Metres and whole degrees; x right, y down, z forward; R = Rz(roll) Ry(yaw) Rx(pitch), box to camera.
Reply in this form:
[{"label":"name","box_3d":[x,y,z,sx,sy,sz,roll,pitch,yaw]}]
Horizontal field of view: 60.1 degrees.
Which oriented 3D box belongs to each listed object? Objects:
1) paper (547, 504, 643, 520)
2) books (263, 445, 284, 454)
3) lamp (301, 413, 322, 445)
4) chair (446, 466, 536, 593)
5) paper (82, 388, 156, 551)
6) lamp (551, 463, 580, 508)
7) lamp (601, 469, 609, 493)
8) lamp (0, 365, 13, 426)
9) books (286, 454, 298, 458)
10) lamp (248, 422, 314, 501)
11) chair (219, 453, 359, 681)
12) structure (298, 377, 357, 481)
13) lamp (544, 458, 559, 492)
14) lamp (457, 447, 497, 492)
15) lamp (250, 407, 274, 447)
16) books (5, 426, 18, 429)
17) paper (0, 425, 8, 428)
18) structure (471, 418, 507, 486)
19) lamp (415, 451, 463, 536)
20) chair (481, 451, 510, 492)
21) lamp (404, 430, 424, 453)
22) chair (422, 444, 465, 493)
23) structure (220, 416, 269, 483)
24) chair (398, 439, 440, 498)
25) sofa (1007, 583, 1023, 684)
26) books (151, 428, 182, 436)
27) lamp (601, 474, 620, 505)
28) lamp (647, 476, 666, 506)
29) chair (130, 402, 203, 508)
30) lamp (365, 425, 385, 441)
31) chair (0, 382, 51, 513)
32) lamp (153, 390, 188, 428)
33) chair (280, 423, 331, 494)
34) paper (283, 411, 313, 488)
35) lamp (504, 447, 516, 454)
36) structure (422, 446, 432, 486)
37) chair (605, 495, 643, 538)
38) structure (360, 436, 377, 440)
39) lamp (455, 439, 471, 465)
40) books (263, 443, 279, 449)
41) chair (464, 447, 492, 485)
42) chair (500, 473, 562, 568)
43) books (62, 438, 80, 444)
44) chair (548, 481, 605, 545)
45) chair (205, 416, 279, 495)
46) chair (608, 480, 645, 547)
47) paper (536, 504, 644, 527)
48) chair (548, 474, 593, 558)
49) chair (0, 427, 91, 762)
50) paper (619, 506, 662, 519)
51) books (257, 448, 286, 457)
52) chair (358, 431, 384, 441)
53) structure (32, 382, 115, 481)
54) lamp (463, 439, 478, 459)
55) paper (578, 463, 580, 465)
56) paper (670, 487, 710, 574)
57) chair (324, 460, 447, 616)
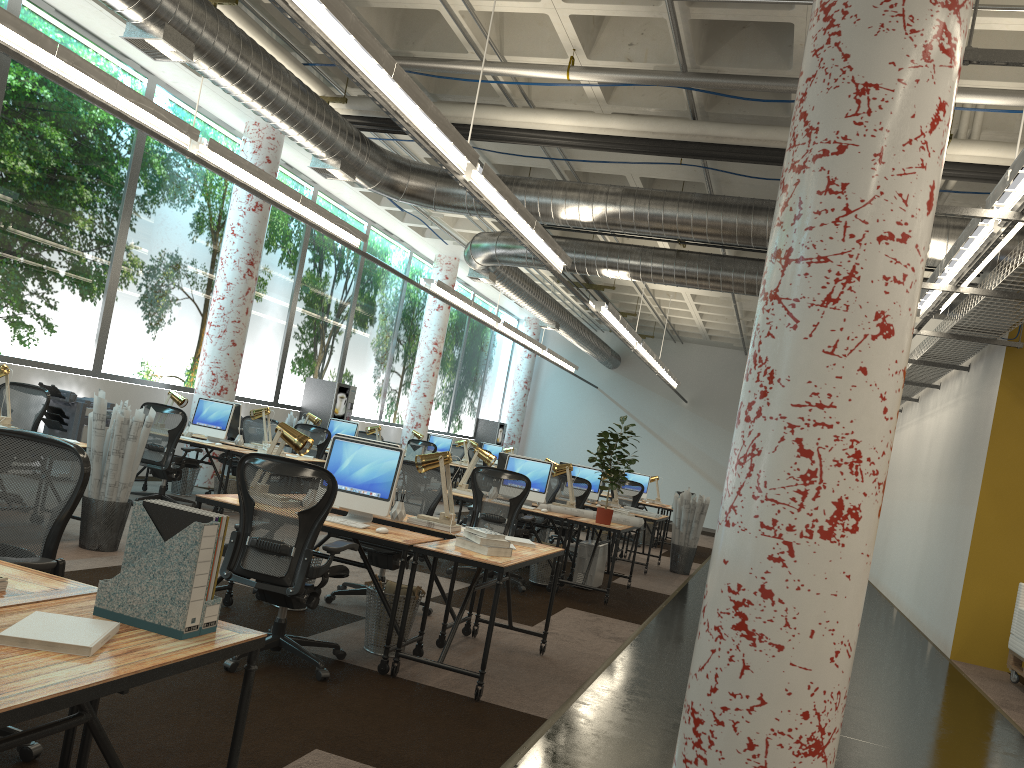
[{"label":"paper","box_3d":[0.833,1.331,9.055,1.137,0.082,0.083,12,-2,-18]},{"label":"books","box_3d":[-2.645,0.723,9.819,0.193,0.044,0.257,12,-4,-25]},{"label":"lamp","box_3d":[-3.099,0.722,13.199,0.525,0.610,0.210,9,-2,37]},{"label":"chair","box_3d":[-0.153,1.335,8.380,0.770,1.085,0.793,11,-2,1]},{"label":"paper","box_3d":[-3.051,0.650,6.718,0.441,1.197,0.412,11,-1,-5]},{"label":"lamp","box_3d":[0.612,1.153,9.448,0.525,0.610,0.210,9,-2,37]},{"label":"lamp","box_3d":[1.612,1.773,15.901,0.525,0.610,0.220,9,-2,37]},{"label":"lamp","box_3d":[-4.019,0.151,6.927,0.525,0.610,0.210,9,-2,37]},{"label":"books","box_3d":[-2.601,0.820,10.201,0.243,0.019,0.205,11,-4,-5]},{"label":"lamp","box_3d":[-1.494,0.529,5.471,0.525,0.610,0.220,9,-2,37]},{"label":"chair","box_3d":[-1.210,0.928,4.745,0.770,1.085,0.793,11,-2,1]},{"label":"structure","box_3d":[-3.333,0.858,15.657,0.636,1.809,0.753,10,-1,17]},{"label":"lamp","box_3d":[0.390,1.305,12.126,0.525,0.610,0.210,9,-2,37]},{"label":"lamp","box_3d":[-0.438,0.936,9.106,0.525,0.610,0.220,9,-2,37]},{"label":"lamp","box_3d":[-2.941,0.583,10.547,0.525,0.610,0.210,9,-2,37]},{"label":"books","box_3d":[-4.083,0.324,6.943,0.308,0.038,0.226,9,-4,17]},{"label":"paper","box_3d":[-3.721,0.352,6.372,0.566,0.061,0.628,10,-4,15]},{"label":"structure","box_3d":[-0.676,1.922,24.586,0.636,1.809,0.753,10,-1,17]},{"label":"lamp","box_3d":[-0.442,0.748,5.817,0.525,0.610,0.220,9,-2,37]},{"label":"chair","box_3d":[-0.416,2.123,21.179,0.770,1.085,0.793,11,-2,1]},{"label":"lamp","box_3d":[-1.967,1.176,17.008,0.525,0.610,0.220,9,-2,37]},{"label":"chair","box_3d":[-1.340,1.752,18.072,0.770,1.085,0.793,11,-2,1]},{"label":"structure","box_3d":[-4.099,0.949,13.317,0.502,1.057,1.062,10,-2,17]},{"label":"chair","box_3d":[-1.683,1.574,16.281,0.770,1.085,0.793,11,-2,1]},{"label":"sofa","box_3d":[5.254,2.326,6.727,2.012,0.930,2.867,10,-3,17]},{"label":"books","box_3d":[-3.990,0.548,10.191,0.308,0.038,0.226,9,-4,17]},{"label":"lamp","box_3d":[1.436,1.521,12.464,0.525,0.610,0.210,9,-2,37]},{"label":"lamp","box_3d":[2.665,1.991,16.246,0.525,0.610,0.220,9,-2,37]},{"label":"chair","box_3d":[-3.707,0.764,9.479,0.770,1.085,0.793,11,-2,1]},{"label":"lamp","box_3d":[-2.049,0.940,13.540,0.525,0.610,0.220,9,-2,37]},{"label":"chair","box_3d":[-4.442,0.510,7.650,0.770,1.085,0.793,11,-2,1]},{"label":"lamp","box_3d":[-3.991,0.365,10.206,0.525,0.610,0.220,9,-2,37]},{"label":"chair","box_3d":[-2.817,1.120,12.468,0.770,1.085,0.793,11,-2,1]},{"label":"paper","box_3d":[-3.470,1.039,14.057,0.441,1.197,0.412,11,-1,-5]},{"label":"lamp","box_3d":[0.010,1.764,20.460,0.525,0.610,0.220,9,-2,37]},{"label":"structure","box_3d":[-2.040,1.774,20.237,0.502,1.057,1.062,10,-2,17]},{"label":"chair","box_3d":[2.239,2.350,16.965,0.770,1.085,0.793,11,-2,1]},{"label":"structure","box_3d":[-2.965,1.403,17.130,0.502,1.057,1.062,10,-2,17]},{"label":"lamp","box_3d":[-0.915,1.394,17.353,0.525,0.610,0.220,9,-2,37]},{"label":"books","box_3d":[-2.651,0.689,9.810,0.184,0.030,0.153,7,-5,45]},{"label":"chair","box_3d":[-0.758,1.945,19.389,0.770,1.085,0.793,11,-2,1]},{"label":"chair","box_3d":[0.189,1.512,10.170,0.770,1.085,0.793,11,-2,1]},{"label":"books","box_3d":[-3.543,0.438,6.963,0.244,0.019,0.204,13,-4,-35]},{"label":"chair","box_3d":[1.014,1.880,13.187,0.770,1.085,0.793,11,-2,1]},{"label":"chair","box_3d":[-3.364,0.942,11.270,0.770,1.085,0.793,11,-2,1]},{"label":"chair","box_3d":[1.897,2.172,15.174,0.770,1.085,0.793,11,-2,1]},{"label":"paper","box_3d":[0.785,1.312,8.896,1.136,0.082,0.083,11,-2,-8]},{"label":"chair","box_3d":[0.671,1.703,11.396,0.770,1.085,0.793,11,-2,1]},{"label":"chair","box_3d":[-1.901,0.691,3.051,0.770,1.085,0.793,11,-2,1]},{"label":"paper","box_3d":[1.734,1.722,11.909,0.566,0.061,0.628,10,-4,15]},{"label":"books","box_3d":[-2.660,0.766,9.792,0.270,0.050,0.201,7,-5,45]},{"label":"chair","box_3d":[-2.475,1.298,14.259,0.770,1.085,0.793,11,-2,1]},{"label":"structure","box_3d":[-5.019,0.580,10.218,0.502,1.057,1.062,10,-2,17]},{"label":"lamp","box_3d":[-1.043,1.546,20.115,0.525,0.610,0.220,9,-2,37]},{"label":"paper","box_3d":[1.244,2.091,16.763,0.441,1.197,0.412,11,-1,-5]},{"label":"paper","box_3d":[2.404,2.020,12.255,0.441,1.197,0.412,11,-1,-5]},{"label":"chair","box_3d":[-0.868,1.106,6.535,0.770,1.085,0.793,11,-2,1]}]
